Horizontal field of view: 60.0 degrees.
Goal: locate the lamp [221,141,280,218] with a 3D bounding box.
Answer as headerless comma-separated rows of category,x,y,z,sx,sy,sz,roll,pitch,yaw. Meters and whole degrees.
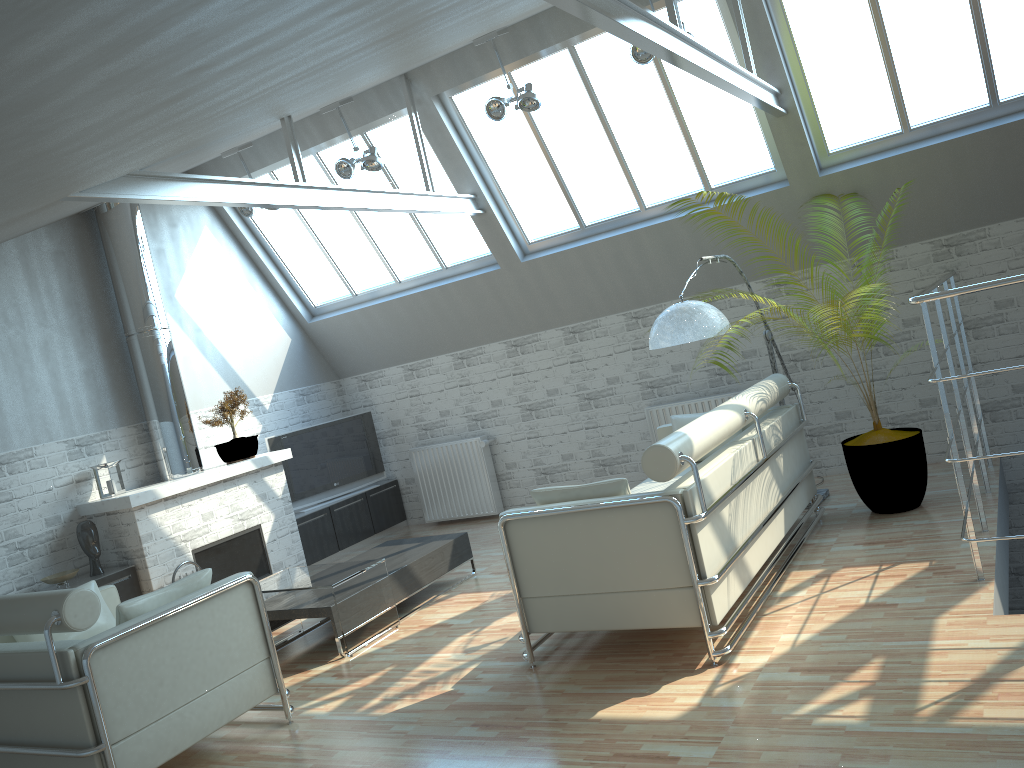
lamp,-4.395,-3.417,14.784,0.808,1.172,0.619,-11,3,34

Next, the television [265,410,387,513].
television,-3.618,1.519,17.295,0.592,1.514,2.577,-11,3,40

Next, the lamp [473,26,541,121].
lamp,-0.136,-4.296,12.244,0.808,1.172,0.618,-11,3,34

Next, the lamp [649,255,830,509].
lamp,3.396,0.013,12.262,1.015,3.709,4.621,-11,3,36

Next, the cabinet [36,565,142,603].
cabinet,-6.852,3.671,11.233,0.914,1.270,4.572,-12,3,30

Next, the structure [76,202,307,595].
structure,-5.517,0.209,14.371,1.309,7.180,3.302,-12,3,30

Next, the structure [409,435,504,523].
structure,-1.043,1.876,17.469,1.892,1.524,0.508,-12,3,30

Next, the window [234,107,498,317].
window,-2.789,-3.026,16.251,4.651,2.787,1.897,-12,3,30

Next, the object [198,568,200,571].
object,-4.581,3.167,13.249,0.155,0.873,0.026,-12,3,32

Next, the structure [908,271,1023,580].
structure,7.402,-0.289,8.836,5.366,2.781,6.483,-12,3,30

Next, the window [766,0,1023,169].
window,5.802,-4.800,11.126,4.651,2.787,1.897,-12,3,30

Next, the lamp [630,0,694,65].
lamp,1.749,-4.686,11.119,0.808,1.172,0.619,-11,3,34

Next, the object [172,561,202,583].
object,-4.736,3.181,13.153,0.412,1.124,0.584,-12,3,30

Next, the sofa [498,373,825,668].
sofa,1.951,1.309,10.317,2.199,1.999,4.866,-12,3,30

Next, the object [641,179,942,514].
object,3.683,-0.353,11.284,3.777,4.386,5.015,-13,2,5

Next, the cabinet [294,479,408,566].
cabinet,-3.433,2.776,17.299,0.908,1.016,3.234,-12,3,30

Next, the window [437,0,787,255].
window,1.507,-3.913,13.689,4.651,2.787,1.897,-12,3,30

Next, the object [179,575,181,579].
object,-4.696,3.229,12.914,0.146,0.916,0.131,-12,3,30

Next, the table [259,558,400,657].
table,-2.488,2.852,11.246,1.726,0.867,1.015,-12,3,30

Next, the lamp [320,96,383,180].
lamp,-2.525,-3.803,13.669,0.808,1.172,0.619,-11,3,34

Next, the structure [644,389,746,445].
structure,3.300,0.979,14.878,1.892,1.524,0.508,-12,3,30

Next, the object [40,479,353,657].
object,-4.152,2.369,11.734,4.859,2.558,1.528,-12,3,29

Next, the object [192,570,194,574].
object,-4.638,3.175,13.150,0.025,0.855,0.025,-15,3,-37

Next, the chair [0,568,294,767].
chair,-3.908,2.726,8.522,2.507,2.001,2.201,-12,3,30

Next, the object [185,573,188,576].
object,-4.629,3.217,13.039,0.145,0.932,0.065,-12,2,12

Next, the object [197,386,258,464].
object,-4.822,0.709,15.041,0.572,1.265,1.115,-11,3,34
